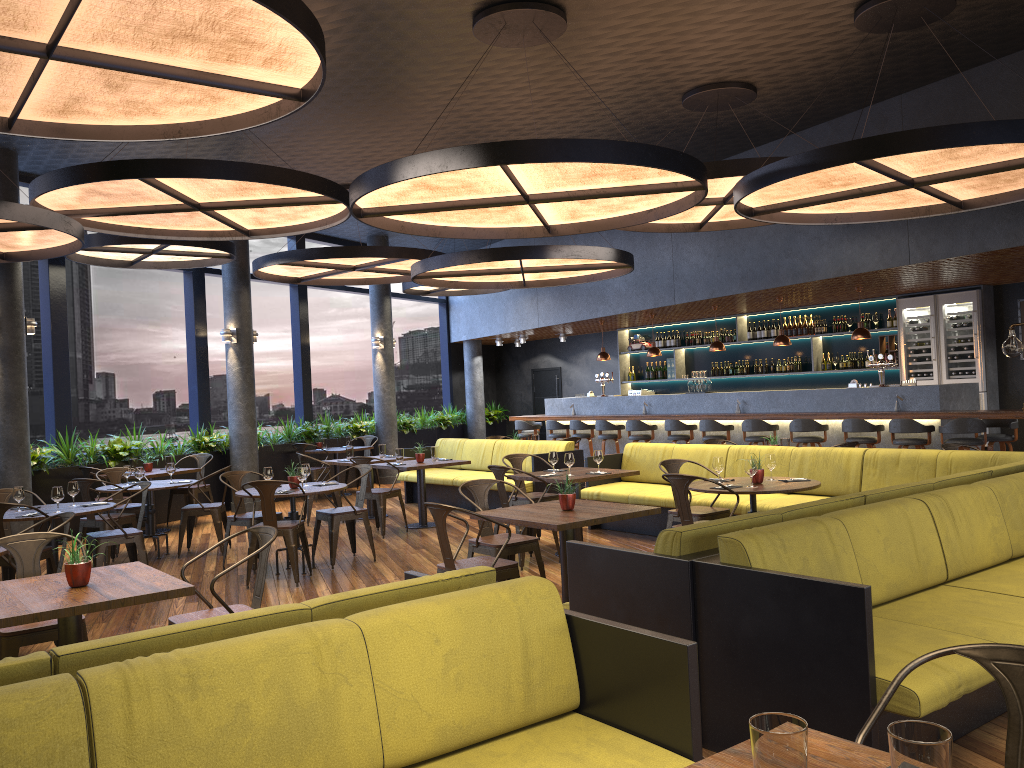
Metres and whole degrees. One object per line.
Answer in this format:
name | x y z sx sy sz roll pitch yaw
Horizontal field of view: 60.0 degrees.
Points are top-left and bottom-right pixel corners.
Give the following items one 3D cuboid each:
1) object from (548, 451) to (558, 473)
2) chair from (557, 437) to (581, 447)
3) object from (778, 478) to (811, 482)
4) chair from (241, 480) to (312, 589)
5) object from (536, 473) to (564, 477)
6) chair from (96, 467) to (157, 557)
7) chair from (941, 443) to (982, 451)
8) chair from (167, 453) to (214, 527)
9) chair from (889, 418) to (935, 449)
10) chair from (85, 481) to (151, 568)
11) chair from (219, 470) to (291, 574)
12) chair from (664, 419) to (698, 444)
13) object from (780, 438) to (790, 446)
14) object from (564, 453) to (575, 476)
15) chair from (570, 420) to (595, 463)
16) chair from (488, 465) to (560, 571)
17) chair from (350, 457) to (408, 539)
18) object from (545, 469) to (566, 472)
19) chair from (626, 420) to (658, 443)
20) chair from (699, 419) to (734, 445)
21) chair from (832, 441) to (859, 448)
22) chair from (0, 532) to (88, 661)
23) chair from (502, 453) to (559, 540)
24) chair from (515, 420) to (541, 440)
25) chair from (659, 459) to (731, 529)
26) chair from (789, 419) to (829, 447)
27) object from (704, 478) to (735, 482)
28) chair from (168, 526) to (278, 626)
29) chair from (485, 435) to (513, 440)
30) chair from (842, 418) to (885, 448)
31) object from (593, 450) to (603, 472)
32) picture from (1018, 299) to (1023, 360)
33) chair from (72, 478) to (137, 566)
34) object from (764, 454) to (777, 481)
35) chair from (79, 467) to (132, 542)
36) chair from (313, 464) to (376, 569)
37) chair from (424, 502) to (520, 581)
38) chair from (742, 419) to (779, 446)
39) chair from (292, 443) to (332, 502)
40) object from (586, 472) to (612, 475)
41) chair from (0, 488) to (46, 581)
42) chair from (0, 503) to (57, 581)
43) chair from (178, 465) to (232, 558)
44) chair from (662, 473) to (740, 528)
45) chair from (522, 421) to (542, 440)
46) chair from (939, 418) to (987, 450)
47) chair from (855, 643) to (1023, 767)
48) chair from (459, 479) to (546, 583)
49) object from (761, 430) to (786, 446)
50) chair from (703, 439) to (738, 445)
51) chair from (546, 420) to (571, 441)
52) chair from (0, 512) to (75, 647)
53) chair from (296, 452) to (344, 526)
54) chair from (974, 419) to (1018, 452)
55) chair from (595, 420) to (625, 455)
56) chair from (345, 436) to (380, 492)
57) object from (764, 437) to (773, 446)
object | 0.398 0.752 8.512 0.097 0.206 0.097 -3 -1 44
chair | 0.674 1.175 12.023 0.504 0.917 0.541 -2 -1 -37
object | 2.186 0.748 6.925 0.255 0.019 0.157 -3 -1 -5
chair | -2.036 1.263 7.668 0.504 0.917 0.541 -3 -1 2
object | 0.365 0.845 8.233 0.255 0.019 0.157 -2 -1 -37
chair | -4.257 1.386 9.753 0.541 0.917 0.504 -3 -1 44
chair | 4.065 0.977 7.720 0.504 0.917 0.541 -2 -1 -37
chair | -4.259 1.405 11.812 0.504 0.917 0.541 -3 -1 16
chair | 4.605 0.909 10.227 0.438 1.048 0.483 -3 -1 -9
chair | -3.398 1.327 7.678 0.541 0.917 0.504 -2 -1 -37
chair | -2.477 1.291 8.465 0.541 0.917 0.504 -3 -1 34
chair | 2.508 1.033 13.056 0.483 1.048 0.438 -3 -1 24
object | 2.841 0.655 9.217 0.102 0.178 0.102 -3 -1 38
object | 0.531 0.743 8.197 0.097 0.206 0.097 -2 -1 -37
chair | 1.215 1.109 14.747 0.483 1.048 0.438 -3 -1 24
chair | 0.081 1.167 7.996 0.541 0.917 0.504 -2 -1 -37
chair | -1.539 1.262 10.099 0.504 0.917 0.541 -3 -1 30
object | 0.438 0.846 8.682 0.157 0.019 0.255 -2 -1 -37
chair | 1.979 1.062 13.556 0.438 1.048 0.483 -3 -1 -18
chair | 2.880 1.010 12.480 0.438 1.048 0.483 -3 -1 -9
chair | 3.194 1.028 8.882 0.504 0.917 0.541 -2 -1 -37
chair | -2.452 1.255 4.584 0.504 0.917 0.541 -2 -1 -37
chair | 0.202 1.170 8.970 0.504 0.917 0.541 -2 -1 -37
chair | 0.308 1.161 15.839 0.483 1.048 0.438 -3 -1 24
chair | 1.530 1.093 7.391 0.504 0.917 0.541 -2 -1 -37
chair | 3.804 0.957 11.374 0.438 1.048 0.483 -2 -1 -23
object | 1.691 0.773 7.166 0.157 0.019 0.255 -2 -1 -31
chair | -1.440 1.206 4.449 0.541 0.917 0.504 -2 -1 -37
chair | -0.093 1.220 13.026 0.504 0.917 0.541 -2 -1 -37
chair | 4.280 0.929 10.761 0.483 1.048 0.438 -3 -1 24
object | 0.819 0.731 8.409 0.097 0.206 0.097 -3 -1 44
picture | 7.082 -0.741 11.417 0.028 0.809 1.039 -2 -1 -37
chair | -4.047 1.368 8.821 0.504 0.917 0.541 -3 -1 25
object | 2.056 0.661 7.047 0.097 0.206 0.097 -3 -1 4
chair | -4.863 1.422 10.624 0.504 0.917 0.541 -3 -1 38
chair | -1.600 1.250 8.519 0.541 0.917 0.504 -2 -1 -37
chair | -0.242 1.159 5.464 0.541 0.917 0.504 -2 -1 -37
chair | 3.358 0.983 11.921 0.483 1.048 0.438 -3 -1 13
chair | -3.141 1.371 13.920 0.504 0.917 0.541 -3 -1 27
object | 0.788 0.825 8.238 0.157 0.019 0.255 -2 -1 -37
chair | -4.275 1.368 7.625 0.541 0.917 0.504 -3 -1 34
chair | -3.834 1.340 6.828 0.504 0.917 0.541 -3 -1 2
chair | -3.236 1.335 9.417 0.541 0.917 0.504 -3 -1 -7
chair | 1.408 1.091 6.516 0.541 0.917 0.504 -2 -1 -37
chair | 0.355 1.168 16.826 0.483 1.048 0.438 -3 -1 -9
chair | 4.971 0.888 9.766 0.483 1.048 0.438 -3 -1 44
chair | 1.015 1.068 1.856 0.541 0.917 0.504 -2 -1 -37
chair | -0.083 1.160 6.402 0.504 0.917 0.541 -2 -1 -37
object | 2.772 0.613 9.376 0.238 0.271 0.260 -3 -1 -16
chair | 2.438 1.073 9.870 0.504 0.917 0.541 -2 -1 -37
chair | 0.843 1.131 15.213 0.483 1.048 0.438 -3 -1 24
chair | -3.015 1.290 5.544 0.541 0.917 0.504 -2 -1 -37
chair | -2.468 1.316 11.350 0.541 0.917 0.504 -3 -1 -19
chair | 5.539 0.865 10.154 0.483 1.048 0.438 -3 -1 24
chair | 1.570 1.087 14.158 0.438 1.048 0.483 -3 -1 -9
chair | -2.545 1.354 15.109 0.504 0.917 0.541 -3 -1 18
object | 2.781 0.661 9.600 0.102 0.178 0.102 -3 -1 -2
